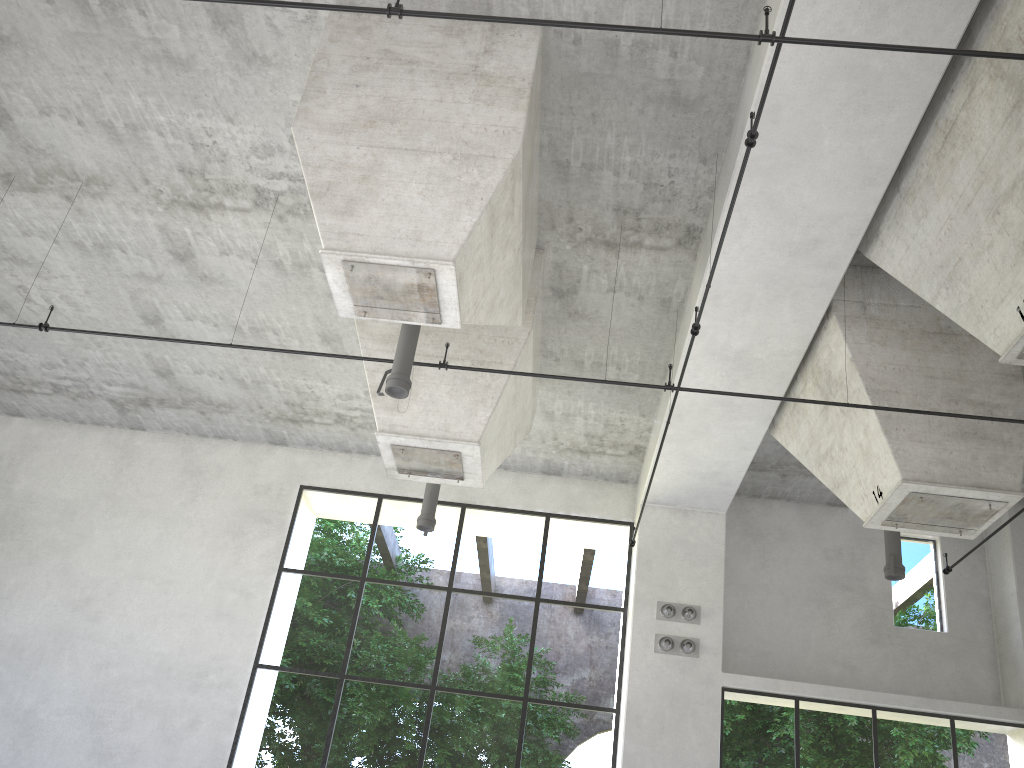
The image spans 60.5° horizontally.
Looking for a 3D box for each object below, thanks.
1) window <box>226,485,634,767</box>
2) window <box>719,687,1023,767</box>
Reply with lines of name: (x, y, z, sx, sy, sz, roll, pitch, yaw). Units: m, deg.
window: (-1.324, 5.399, 13.813, 5.954, 7.426, 0.071, 6, -27, 4)
window: (5.111, 6.873, 12.130, 4.556, 4.629, 0.021, 6, -27, 4)
